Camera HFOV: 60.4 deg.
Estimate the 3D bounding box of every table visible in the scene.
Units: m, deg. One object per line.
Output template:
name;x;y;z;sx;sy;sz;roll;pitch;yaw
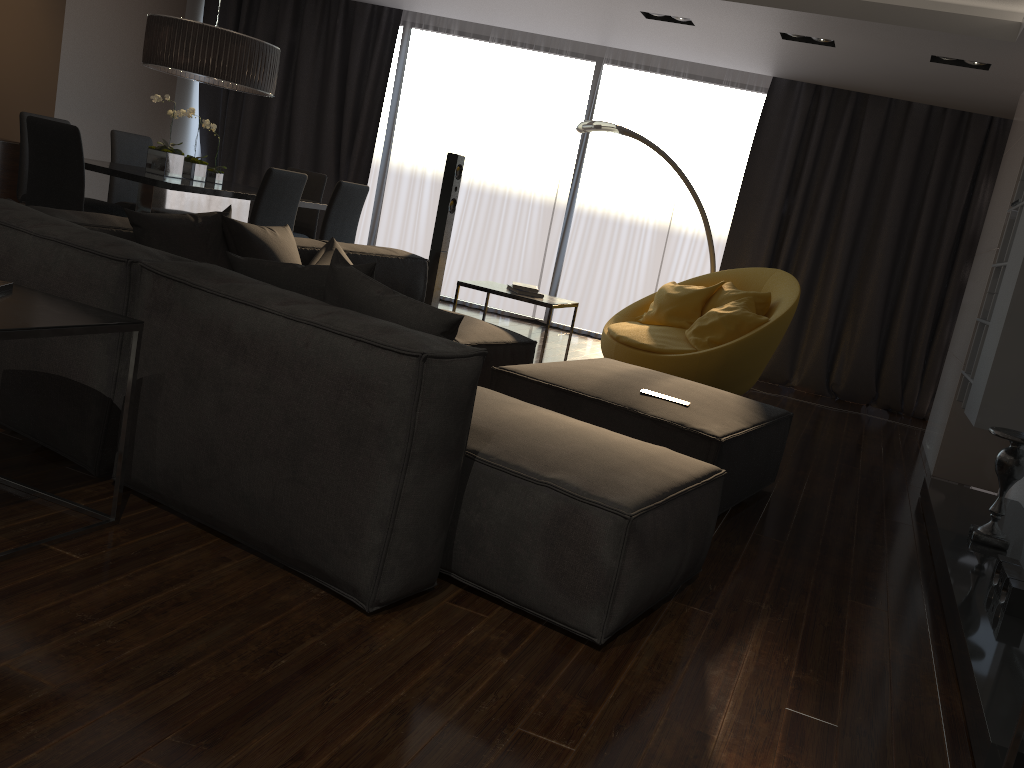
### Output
table;-0.008;-0.273;5.238;0.584;0.560;0.466;15;11;17
table;-2.167;-0.996;5.965;1.011;0.756;1.657;16;12;19
table;1.102;0.756;1.423;0.438;0.560;0.621;15;11;19
table;-1.368;0.058;2.194;0.584;0.560;0.466;15;11;17

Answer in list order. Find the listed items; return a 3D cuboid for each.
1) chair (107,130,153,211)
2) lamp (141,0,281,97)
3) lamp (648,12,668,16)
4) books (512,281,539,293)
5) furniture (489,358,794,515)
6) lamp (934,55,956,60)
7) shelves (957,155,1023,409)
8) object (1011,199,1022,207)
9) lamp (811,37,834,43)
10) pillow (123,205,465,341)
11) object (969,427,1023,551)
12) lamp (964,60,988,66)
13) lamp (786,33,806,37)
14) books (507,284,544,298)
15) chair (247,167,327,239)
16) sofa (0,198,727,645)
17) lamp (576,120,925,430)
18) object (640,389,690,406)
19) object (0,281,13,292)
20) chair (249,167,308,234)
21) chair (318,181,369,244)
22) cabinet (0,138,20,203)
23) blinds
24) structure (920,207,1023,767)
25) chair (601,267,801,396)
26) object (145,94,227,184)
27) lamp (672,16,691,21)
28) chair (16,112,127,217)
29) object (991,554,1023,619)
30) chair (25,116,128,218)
chair;-2.633;-1.305;6.452;0.556;0.959;0.442;15;10;17
lamp;-1.882;-2.519;5.694;0.766;1.097;0.846;21;14;42
lamp;0.994;-2.569;6.043;0.173;0.076;0.181;15;11;13
books;0.077;-0.572;5.192;0.157;0.022;0.204;11;11;-5
furniture;0.600;0.181;3.964;1.050;0.437;1.148;18;13;28
lamp;2.744;-2.084;5.545;0.168;0.076;0.186;20;14;36
shelves;2.587;-0.537;4.162;0.368;1.592;1.989;15;11;20
object;2.873;-1.048;4.712;0.276;0.226;0.294;15;11;18
lamp;2.032;-2.281;5.748;0.169;0.076;0.185;19;13;30
pillow;-0.904;-0.395;3.244;1.092;0.428;2.042;9;12;-18
object;2.039;0.435;3.645;0.236;0.472;0.244;13;10;10
lamp;2.907;-2.038;5.498;0.169;0.076;0.185;19;13;30
lamp;1.869;-2.326;5.794;0.168;0.076;0.186;20;14;36
books;0.077;-0.546;5.182;0.169;0.023;0.224;8;12;-21
chair;-1.811;-1.190;6.768;0.415;0.959;0.591;15;11;19
sofa;-0.320;-0.063;3.520;2.625;0.700;2.601;18;13;27
lamp;2.414;-0.731;6.966;4.276;1.770;0.579;11;10;-5
object;0.625;0.056;3.592;0.202;0.015;0.052;16;12;15
object;-1.415;-0.380;2.130;0.291;0.286;0.279;10;11;-12
chair;-1.677;-0.886;5.435;0.556;0.959;0.442;15;10;17
chair;-1.401;-0.963;6.101;0.556;0.959;0.442;15;10;17
cabinet;-3.865;-1.750;3.442;4.322;2.486;7.159;16;12;19
blinds;0.423;-1.933;7.933;7.382;2.878;0.763;14;10;8
structure;2.023;-0.038;3.175;0.466;1.757;2.985;15;11;20
chair;1.260;-0.391;6.043;1.169;1.000;1.484;9;11;-14
object;-2.144;-1.610;5.787;0.303;0.498;0.591;14;11;16
lamp;1.158;-2.523;5.996;0.169;0.076;0.185;19;13;30
chair;-2.909;-1.228;5.785;0.556;0.959;0.442;15;10;17
object;1.714;0.690;3.015;0.070;0.094;0.373;15;12;20
chair;-2.502;-1.009;5.155;0.415;0.959;0.591;15;11;19
